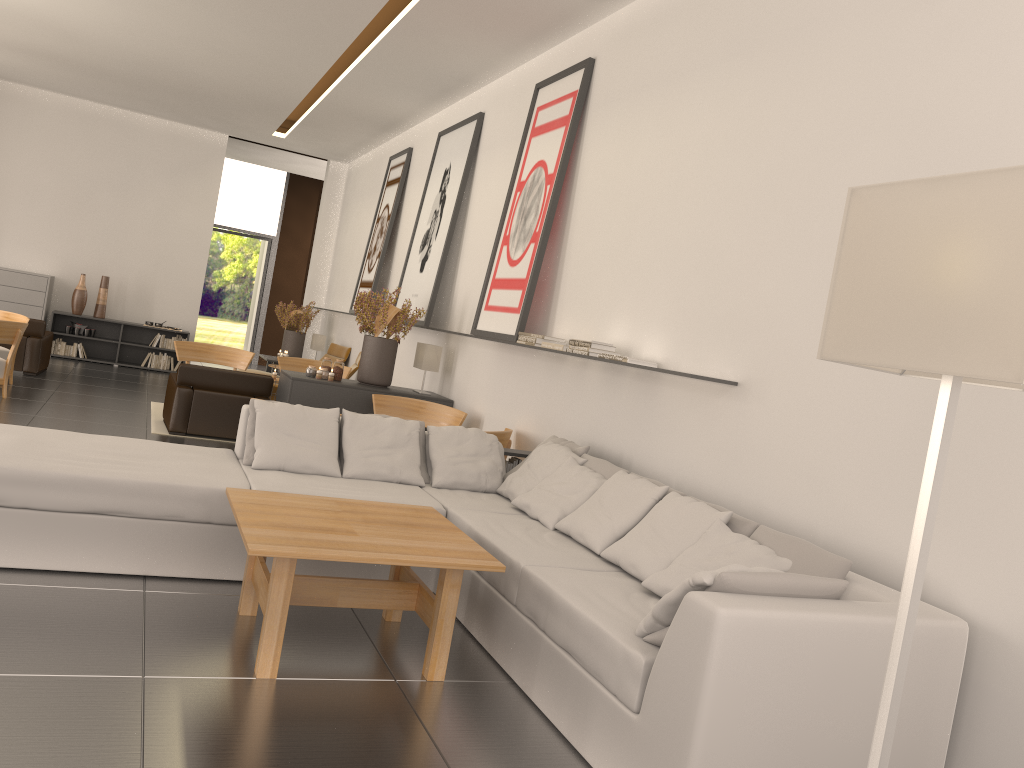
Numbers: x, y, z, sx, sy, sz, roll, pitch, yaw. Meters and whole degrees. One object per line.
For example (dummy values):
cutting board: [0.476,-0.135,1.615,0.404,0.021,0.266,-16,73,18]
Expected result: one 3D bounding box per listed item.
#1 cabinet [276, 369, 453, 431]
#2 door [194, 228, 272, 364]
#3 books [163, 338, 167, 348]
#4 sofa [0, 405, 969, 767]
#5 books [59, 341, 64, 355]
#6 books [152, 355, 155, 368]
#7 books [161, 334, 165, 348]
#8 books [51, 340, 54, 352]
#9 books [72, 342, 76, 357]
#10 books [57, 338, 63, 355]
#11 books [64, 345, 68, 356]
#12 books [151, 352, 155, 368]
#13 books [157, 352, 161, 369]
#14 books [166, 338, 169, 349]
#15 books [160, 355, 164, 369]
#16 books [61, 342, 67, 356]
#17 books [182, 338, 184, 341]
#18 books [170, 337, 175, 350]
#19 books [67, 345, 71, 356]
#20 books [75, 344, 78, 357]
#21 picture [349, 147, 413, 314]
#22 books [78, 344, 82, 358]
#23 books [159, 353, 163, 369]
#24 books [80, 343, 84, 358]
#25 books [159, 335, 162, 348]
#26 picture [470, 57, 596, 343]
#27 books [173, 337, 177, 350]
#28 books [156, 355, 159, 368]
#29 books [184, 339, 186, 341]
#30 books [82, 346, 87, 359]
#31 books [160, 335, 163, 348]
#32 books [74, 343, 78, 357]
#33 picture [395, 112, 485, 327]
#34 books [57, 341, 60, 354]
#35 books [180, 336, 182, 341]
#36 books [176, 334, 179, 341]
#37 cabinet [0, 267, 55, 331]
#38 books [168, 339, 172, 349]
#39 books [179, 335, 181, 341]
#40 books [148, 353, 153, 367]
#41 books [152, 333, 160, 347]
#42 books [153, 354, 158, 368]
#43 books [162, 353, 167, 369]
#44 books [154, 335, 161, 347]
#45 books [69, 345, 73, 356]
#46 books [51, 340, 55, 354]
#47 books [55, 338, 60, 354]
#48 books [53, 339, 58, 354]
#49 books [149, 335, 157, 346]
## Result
cabinet: [-2.291,0.621,13.336,2.397,1.239,1.122,9,2,-23]
door: [-9.564,-2.960,29.569,2.376,4.267,0.100,10,2,-8]
books: [-8.611,-1.015,22.011,0.054,0.249,0.167,9,2,-23]
sofa: [-1.170,1.166,6.283,5.519,1.204,5.614,9,3,-23]
books: [-10.727,-0.856,21.121,0.039,0.318,0.236,9,2,-23]
books: [-8.863,-0.565,21.941,0.018,0.321,0.252,9,2,-23]
books: [-8.652,-1.061,21.979,0.054,0.328,0.187,9,2,-23]
books: [-10.927,-0.881,21.041,0.048,0.305,0.226,9,2,-23]
books: [-10.488,-0.824,21.248,0.054,0.328,0.187,9,2,-23]
books: [-10.758,-0.894,21.105,0.039,0.384,0.233,9,2,-23]
books: [-10.651,-0.810,21.194,0.054,0.249,0.167,9,2,-23]
books: [-8.886,-0.597,21.930,0.041,0.376,0.249,9,2,-23]
books: [-8.753,-0.591,21.994,0.031,0.406,0.231,9,2,-23]
books: [-8.560,-1.007,22.033,0.054,0.249,0.167,9,2,-23]
books: [-8.684,-0.544,22.018,0.041,0.335,0.249,9,2,-23]
books: [-10.682,-0.845,21.136,0.054,0.311,0.244,9,2,-23]
books: [-8.239,-0.986,22.124,0.039,0.312,0.246,9,2,-23]
books: [-8.439,-1.017,22.039,0.054,0.311,0.244,9,2,-23]
books: [-10.601,-0.802,21.215,0.054,0.249,0.167,9,2,-23]
books: [-10.427,-0.802,21.247,0.017,0.305,0.239,9,2,-23]
picture: [-2.762,-3.141,18.522,0.384,3.491,1.603,9,2,-23]
books: [-10.357,-0.797,21.269,0.130,0.322,0.252,9,2,-23]
books: [-8.724,-0.572,22.014,0.041,0.376,0.221,9,2,-23]
books: [-10.324,-0.809,21.291,0.138,0.354,0.236,9,2,-23]
books: [-8.697,-1.055,21.932,0.017,0.305,0.239,9,2,-23]
picture: [0.215,-2.268,11.260,0.384,3.491,1.603,9,2,-23]
books: [-8.397,-1.014,22.062,0.039,0.318,0.236,9,2,-23]
books: [-8.792,-0.557,21.964,0.016,0.327,0.266,9,2,-23]
books: [-8.202,-0.977,22.151,0.048,0.305,0.226,9,2,-23]
books: [-10.272,-0.769,21.307,0.142,0.289,0.252,9,2,-23]
books: [-8.674,-1.061,21.933,0.019,0.324,0.254,9,2,-23]
books: [-10.441,-0.813,21.232,0.019,0.324,0.254,9,2,-23]
picture: [-1.319,-2.718,15.000,0.384,3.491,2.197,9,2,-23]
books: [-10.796,-0.859,21.103,0.017,0.302,0.215,9,2,-23]
books: [-8.279,-1.016,22.124,0.039,0.357,0.210,9,2,-23]
books: [-8.354,-1.041,22.078,0.039,0.384,0.233,9,2,-23]
cabinet: [-12.528,-1.867,20.603,3.077,1.875,1.042,9,2,-23]
books: [-8.510,-0.999,22.054,0.054,0.249,0.167,9,2,-23]
books: [-8.307,-1.035,22.105,0.029,0.385,0.220,9,2,-23]
books: [-8.937,-0.587,21.901,0.071,0.344,0.266,9,2,-23]
books: [-8.793,-1.094,21.891,0.138,0.354,0.236,9,2,-23]
books: [-8.827,-0.562,21.953,0.057,0.327,0.257,9,2,-23]
books: [-8.641,-0.572,22.035,0.041,0.404,0.245,9,2,-23]
books: [-8.759,-1.072,21.898,0.130,0.322,0.252,9,2,-23]
books: [-10.550,-0.794,21.237,0.054,0.249,0.167,9,2,-23]
books: [-10.881,-0.877,21.049,0.039,0.312,0.246,9,2,-23]
books: [-10.810,-0.903,21.090,0.029,0.385,0.220,9,2,-23]
books: [-10.847,-0.895,21.081,0.039,0.357,0.210,9,2,-23]
books: [-8.850,-1.071,21.861,0.142,0.289,0.252,9,2,-23]
